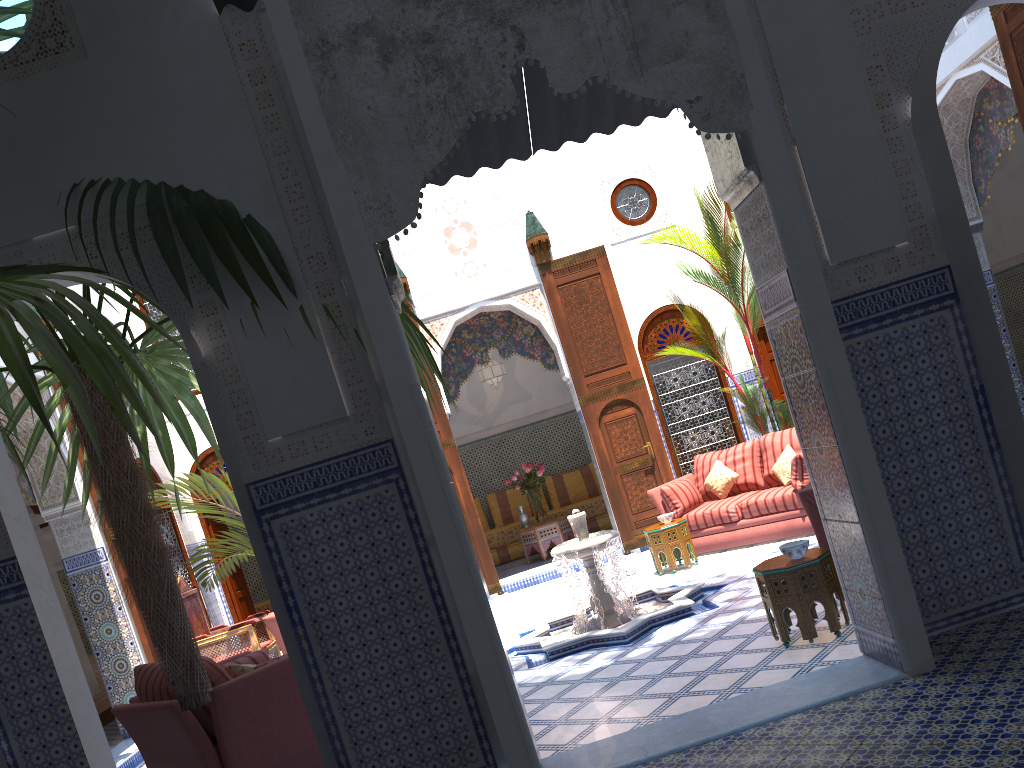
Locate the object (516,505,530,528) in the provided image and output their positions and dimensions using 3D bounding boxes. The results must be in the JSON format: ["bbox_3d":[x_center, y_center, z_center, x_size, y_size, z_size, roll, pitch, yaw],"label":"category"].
[{"bbox_3d":[0.110,1.270,8.368,0.107,0.214,0.105,-17,2,3],"label":"object"}]

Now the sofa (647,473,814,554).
[{"bbox_3d":[1.768,0.805,6.238,1.394,0.544,0.715,-21,-4,42],"label":"sofa"}]

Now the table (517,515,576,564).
[{"bbox_3d":[0.353,1.488,8.408,0.536,0.325,0.539,-17,-3,-3],"label":"table"}]

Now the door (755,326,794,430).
[{"bbox_3d":[2.393,0.199,7.442,0.285,1.474,0.123,-17,3,-2],"label":"door"}]

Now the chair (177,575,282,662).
[{"bbox_3d":[-2.047,1.846,6.421,0.503,1.088,0.483,-17,2,-3],"label":"chair"}]

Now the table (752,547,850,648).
[{"bbox_3d":[1.157,0.852,3.498,0.288,0.326,0.289,-17,0,-3],"label":"table"}]

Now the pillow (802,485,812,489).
[{"bbox_3d":[1.470,0.501,3.754,0.405,0.244,0.183,-20,-2,43],"label":"pillow"}]

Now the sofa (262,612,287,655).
[{"bbox_3d":[-0.998,1.672,6.221,0.749,0.544,1.330,-19,-4,42],"label":"sofa"}]

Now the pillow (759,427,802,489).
[{"bbox_3d":[2.002,0.493,6.135,0.572,0.404,0.298,-19,-1,39],"label":"pillow"}]

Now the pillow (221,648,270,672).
[{"bbox_3d":[-1.236,1.374,3.999,0.191,0.244,0.387,-17,-2,43],"label":"pillow"}]

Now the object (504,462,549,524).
[{"bbox_3d":[0.189,1.044,8.348,0.455,0.600,0.327,-17,1,24],"label":"object"}]

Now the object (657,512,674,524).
[{"bbox_3d":[1.063,0.927,6.020,0.119,0.057,0.117,-18,-4,10],"label":"object"}]

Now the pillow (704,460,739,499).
[{"bbox_3d":[1.511,0.692,6.365,0.127,0.279,0.308,-19,0,-37],"label":"pillow"}]

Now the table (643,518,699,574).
[{"bbox_3d":[1.093,1.117,6.020,0.295,0.326,0.282,-18,-1,42],"label":"table"}]

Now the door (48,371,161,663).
[{"bbox_3d":[-2.497,1.053,5.771,0.124,2.535,0.577,-17,3,1],"label":"door"}]

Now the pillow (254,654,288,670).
[{"bbox_3d":[-0.914,1.247,3.692,0.192,0.254,0.371,-17,-2,44],"label":"pillow"}]

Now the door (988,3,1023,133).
[{"bbox_3d":[2.814,-0.762,4.260,0.124,2.535,0.577,-17,3,1],"label":"door"}]

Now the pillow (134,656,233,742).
[{"bbox_3d":[-1.314,1.295,3.599,0.595,0.381,0.293,-20,-2,42],"label":"pillow"}]

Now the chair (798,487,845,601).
[{"bbox_3d":[1.793,0.560,3.798,0.743,0.545,0.793,-19,-3,42],"label":"chair"}]

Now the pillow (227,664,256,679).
[{"bbox_3d":[-1.112,1.281,3.743,0.256,0.235,0.169,-17,0,-25],"label":"pillow"}]

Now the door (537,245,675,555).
[{"bbox_3d":[0.853,0.149,7.295,0.582,2.535,0.123,-17,3,-1],"label":"door"}]

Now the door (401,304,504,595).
[{"bbox_3d":[-0.716,0.636,7.233,0.580,2.535,0.123,-18,3,-6],"label":"door"}]

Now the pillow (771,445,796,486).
[{"bbox_3d":[1.876,0.553,5.976,0.147,0.260,0.280,-17,-1,-4],"label":"pillow"}]

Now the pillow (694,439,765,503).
[{"bbox_3d":[1.612,0.661,6.521,0.595,0.381,0.293,-20,-2,42],"label":"pillow"}]

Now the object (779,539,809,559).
[{"bbox_3d":[1.121,0.659,3.462,0.119,0.057,0.117,-18,-4,10],"label":"object"}]

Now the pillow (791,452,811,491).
[{"bbox_3d":[1.956,0.543,5.752,0.191,0.244,0.387,-17,-2,43],"label":"pillow"}]

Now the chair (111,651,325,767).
[{"bbox_3d":[-1.153,1.477,3.715,0.831,0.545,0.709,-20,-3,42],"label":"chair"}]

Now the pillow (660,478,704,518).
[{"bbox_3d":[1.251,0.835,6.436,0.192,0.254,0.371,-17,-2,44],"label":"pillow"}]
